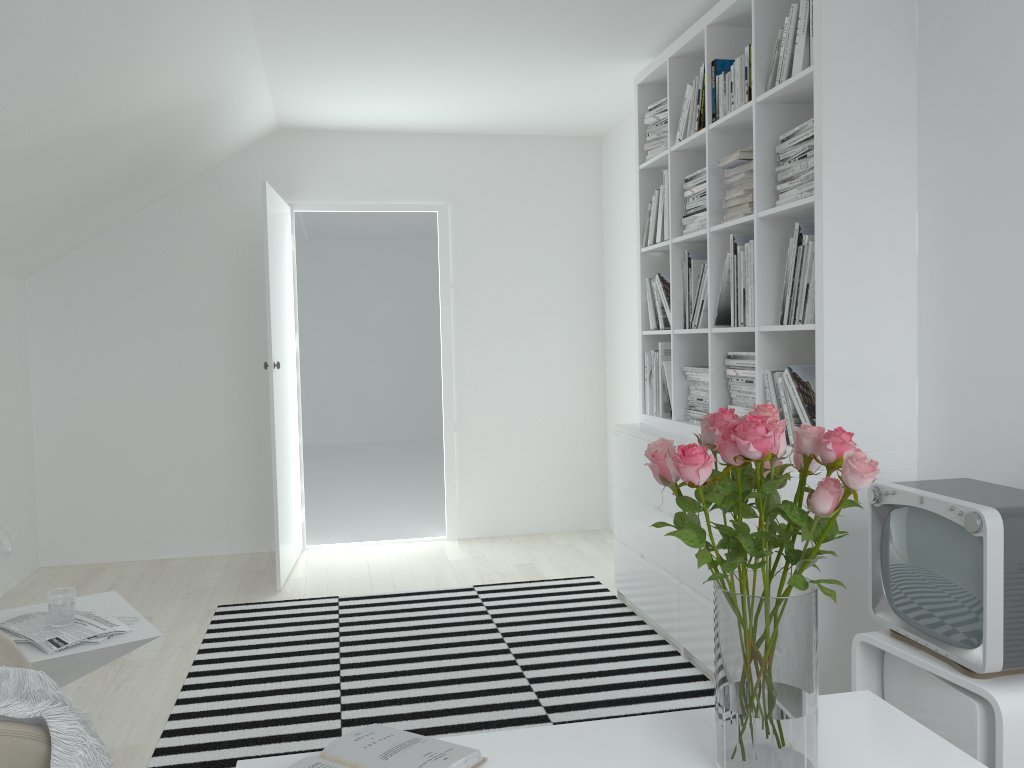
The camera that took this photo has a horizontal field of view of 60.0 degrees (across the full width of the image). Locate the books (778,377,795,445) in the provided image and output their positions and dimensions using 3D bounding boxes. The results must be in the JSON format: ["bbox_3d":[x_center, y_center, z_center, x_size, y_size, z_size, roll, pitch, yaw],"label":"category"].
[{"bbox_3d":[0.955,0.083,2.860,0.161,0.218,0.101,-2,3,-11],"label":"books"}]

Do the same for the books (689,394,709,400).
[{"bbox_3d":[0.837,0.052,3.576,0.161,0.012,0.254,-2,3,-11],"label":"books"}]

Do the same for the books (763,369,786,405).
[{"bbox_3d":[0.938,0.068,2.963,0.172,0.239,0.093,-2,3,-11],"label":"books"}]

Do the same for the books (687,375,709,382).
[{"bbox_3d":[0.840,-0.026,3.578,0.174,0.021,0.273,-2,3,-11],"label":"books"}]

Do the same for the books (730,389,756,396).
[{"bbox_3d":[0.934,0.030,3.203,0.182,0.016,0.288,-2,3,-11],"label":"books"}]

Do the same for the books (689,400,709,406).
[{"bbox_3d":[0.838,0.077,3.566,0.161,0.013,0.256,-2,3,-11],"label":"books"}]

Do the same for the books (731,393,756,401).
[{"bbox_3d":[0.936,0.046,3.193,0.182,0.016,0.288,-2,3,-11],"label":"books"}]

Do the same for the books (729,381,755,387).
[{"bbox_3d":[0.911,-0.001,3.199,0.161,0.012,0.254,-2,3,-11],"label":"books"}]

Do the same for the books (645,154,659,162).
[{"bbox_3d":[0.736,-1.000,3.885,0.182,0.016,0.288,-2,3,-21],"label":"books"}]

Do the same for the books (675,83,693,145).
[{"bbox_3d":[0.777,-1.087,3.598,0.186,0.226,0.173,-2,3,-11],"label":"books"}]

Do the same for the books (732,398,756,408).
[{"bbox_3d":[0.939,0.069,3.182,0.180,0.028,0.296,-2,3,-11],"label":"books"}]

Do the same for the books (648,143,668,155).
[{"bbox_3d":[0.743,-1.035,3.894,0.174,0.021,0.273,-2,3,-21],"label":"books"}]

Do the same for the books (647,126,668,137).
[{"bbox_3d":[0.740,-1.115,3.902,0.167,0.017,0.263,-3,3,-26],"label":"books"}]

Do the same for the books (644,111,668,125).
[{"bbox_3d":[0.736,-1.170,3.886,0.174,0.021,0.273,-3,3,-31],"label":"books"}]

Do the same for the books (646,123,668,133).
[{"bbox_3d":[0.734,-1.130,3.892,0.161,0.012,0.254,-3,3,-31],"label":"books"}]

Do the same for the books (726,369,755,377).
[{"bbox_3d":[0.912,-0.042,3.192,0.174,0.021,0.273,-2,3,-11],"label":"books"}]

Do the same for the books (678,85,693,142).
[{"bbox_3d":[0.775,-1.078,3.560,0.167,0.210,0.162,-2,3,-11],"label":"books"}]

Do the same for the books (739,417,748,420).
[{"bbox_3d":[0.911,0.128,3.192,0.182,0.016,0.288,-2,3,-11],"label":"books"}]

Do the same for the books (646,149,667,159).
[{"bbox_3d":[0.748,-1.016,3.895,0.182,0.016,0.288,-3,3,-26],"label":"books"}]

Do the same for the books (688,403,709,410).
[{"bbox_3d":[0.857,0.090,3.594,0.182,0.016,0.288,-2,3,-11],"label":"books"}]

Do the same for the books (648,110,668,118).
[{"bbox_3d":[0.737,-1.188,3.896,0.161,0.013,0.254,-3,3,-26],"label":"books"}]

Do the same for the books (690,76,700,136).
[{"bbox_3d":[0.784,-1.080,3.461,0.161,0.222,0.084,-2,3,-11],"label":"books"}]

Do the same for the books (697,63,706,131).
[{"bbox_3d":[0.805,-1.092,3.389,0.170,0.251,0.118,-2,3,-11],"label":"books"}]

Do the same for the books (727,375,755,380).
[{"bbox_3d":[0.906,-0.026,3.208,0.161,0.013,0.256,-2,3,-11],"label":"books"}]

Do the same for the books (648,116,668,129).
[{"bbox_3d":[0.727,-1.154,3.900,0.161,0.013,0.256,-2,3,-16],"label":"books"}]

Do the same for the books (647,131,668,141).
[{"bbox_3d":[0.756,-1.099,3.900,0.182,0.016,0.288,-3,3,-31],"label":"books"}]

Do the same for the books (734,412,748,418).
[{"bbox_3d":[0.920,0.111,3.199,0.182,0.016,0.288,-2,3,-11],"label":"books"}]

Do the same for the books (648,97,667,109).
[{"bbox_3d":[0.730,-1.239,3.891,0.161,0.012,0.254,-2,3,-21],"label":"books"}]

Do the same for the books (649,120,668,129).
[{"bbox_3d":[0.743,-1.142,3.883,0.159,0.012,0.285,-2,3,-21],"label":"books"}]

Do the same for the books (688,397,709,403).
[{"bbox_3d":[0.842,0.063,3.588,0.159,0.012,0.285,-2,3,-11],"label":"books"}]

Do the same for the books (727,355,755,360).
[{"bbox_3d":[0.908,-0.097,3.183,0.159,0.012,0.285,-2,3,-11],"label":"books"}]

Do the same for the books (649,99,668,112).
[{"bbox_3d":[0.733,-1.225,3.876,0.159,0.012,0.285,-2,3,-16],"label":"books"}]

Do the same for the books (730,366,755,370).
[{"bbox_3d":[0.916,-0.060,3.202,0.161,0.013,0.254,-2,3,-11],"label":"books"}]

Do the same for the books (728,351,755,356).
[{"bbox_3d":[0.909,-0.110,3.198,0.161,0.012,0.254,-2,3,-11],"label":"books"}]

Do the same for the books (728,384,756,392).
[{"bbox_3d":[0.919,0.013,3.208,0.167,0.017,0.263,-2,3,-11],"label":"books"}]

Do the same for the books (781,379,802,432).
[{"bbox_3d":[0.958,0.088,2.822,0.161,0.213,0.118,-2,3,-11],"label":"books"}]

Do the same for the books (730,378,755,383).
[{"bbox_3d":[0.919,-0.013,3.189,0.159,0.012,0.285,-2,3,-11],"label":"books"}]

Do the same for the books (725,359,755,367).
[{"bbox_3d":[0.918,-0.078,3.188,0.176,0.025,0.331,-2,3,-11],"label":"books"}]

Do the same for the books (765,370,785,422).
[{"bbox_3d":[0.936,0.072,2.919,0.172,0.235,0.112,-2,3,-11],"label":"books"}]

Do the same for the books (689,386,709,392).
[{"bbox_3d":[0.858,0.019,3.580,0.182,0.016,0.288,-2,3,-11],"label":"books"}]

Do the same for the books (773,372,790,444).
[{"bbox_3d":[0.945,0.075,2.888,0.152,0.232,0.104,-2,3,-11],"label":"books"}]

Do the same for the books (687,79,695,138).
[{"bbox_3d":[0.779,-1.080,3.495,0.161,0.218,0.101,-2,3,-11],"label":"books"}]

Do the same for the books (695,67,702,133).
[{"bbox_3d":[0.798,-1.092,3.431,0.159,0.248,0.089,-2,3,-11],"label":"books"}]

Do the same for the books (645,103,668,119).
[{"bbox_3d":[0.741,-1.206,3.883,0.176,0.025,0.331,-2,3,-21],"label":"books"}]

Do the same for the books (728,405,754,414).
[{"bbox_3d":[0.920,0.092,3.200,0.174,0.021,0.273,-2,3,-11],"label":"books"}]

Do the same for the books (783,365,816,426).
[{"bbox_3d":[0.975,0.070,2.754,0.176,0.255,0.226,-2,3,-11],"label":"books"}]

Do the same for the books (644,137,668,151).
[{"bbox_3d":[0.745,-1.059,3.890,0.180,0.028,0.296,-3,3,-31],"label":"books"}]

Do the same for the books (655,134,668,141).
[{"bbox_3d":[0.760,-1.083,3.890,0.182,0.016,0.288,-2,3,-16],"label":"books"}]
